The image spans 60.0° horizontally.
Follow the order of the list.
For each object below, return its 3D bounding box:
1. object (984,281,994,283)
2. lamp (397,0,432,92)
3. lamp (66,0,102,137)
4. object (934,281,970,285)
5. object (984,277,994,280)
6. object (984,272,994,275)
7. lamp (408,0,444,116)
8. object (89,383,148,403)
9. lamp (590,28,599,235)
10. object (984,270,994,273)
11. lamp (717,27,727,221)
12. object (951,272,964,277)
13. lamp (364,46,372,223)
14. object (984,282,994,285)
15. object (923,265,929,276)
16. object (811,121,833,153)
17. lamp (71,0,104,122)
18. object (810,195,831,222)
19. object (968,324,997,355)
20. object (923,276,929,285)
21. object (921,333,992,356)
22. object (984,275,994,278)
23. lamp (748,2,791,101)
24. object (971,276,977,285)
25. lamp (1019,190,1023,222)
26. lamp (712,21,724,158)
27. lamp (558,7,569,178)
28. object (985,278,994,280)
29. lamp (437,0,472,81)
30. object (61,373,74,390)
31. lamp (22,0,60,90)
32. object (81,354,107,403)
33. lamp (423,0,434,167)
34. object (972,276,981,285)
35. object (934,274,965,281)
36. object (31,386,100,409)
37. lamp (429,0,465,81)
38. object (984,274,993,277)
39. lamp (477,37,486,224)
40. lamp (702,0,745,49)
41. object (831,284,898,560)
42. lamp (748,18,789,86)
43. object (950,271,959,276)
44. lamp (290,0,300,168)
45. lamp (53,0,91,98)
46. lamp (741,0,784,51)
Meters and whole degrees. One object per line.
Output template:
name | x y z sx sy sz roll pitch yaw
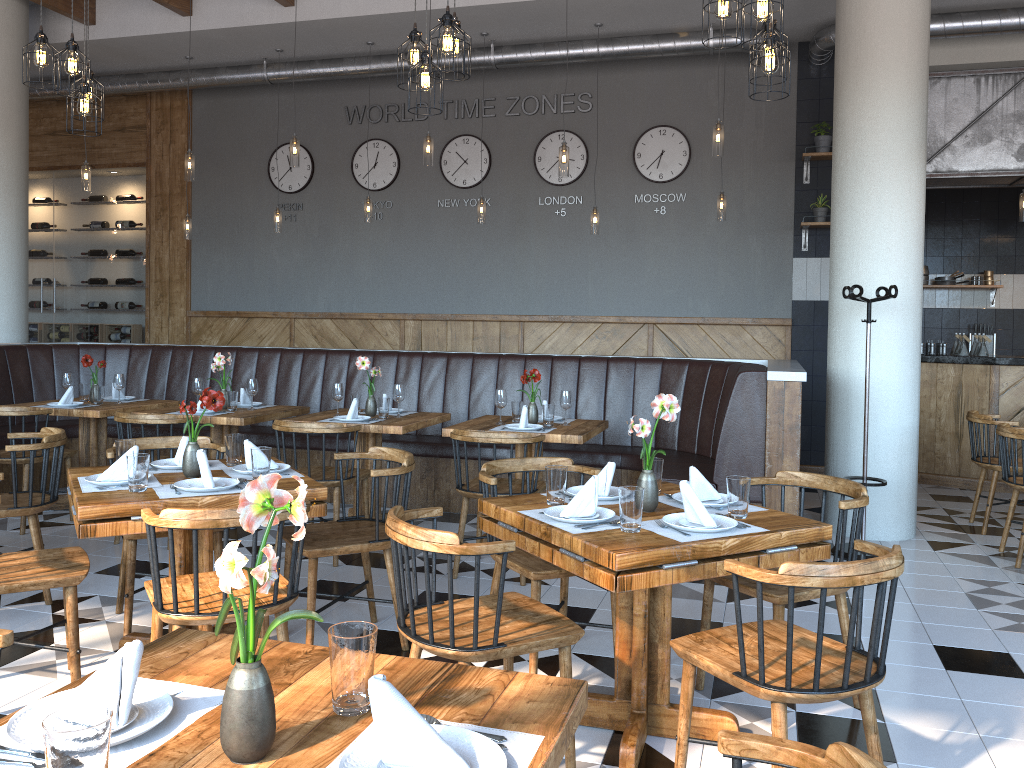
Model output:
object | 5.484 -1.168 10.184 0.100 0.048 0.100 3 4 34
lamp | -0.501 -2.606 4.670 0.175 2.068 0.175 0 2 -24
lamp | -2.481 -2.495 5.146 0.175 2.068 0.175 1 2 -1
object | 5.085 -1.174 10.288 0.232 0.060 0.352 -1 4 -30
object | 5.482 -1.207 10.191 0.100 0.043 0.100 -2 5 -41
object | 5.479 -1.263 10.186 0.100 0.036 0.100 3 4 27
lamp | -0.424 -2.417 4.474 0.175 2.068 0.175 1 2 -13
object | -2.975 0.054 6.710 0.352 0.137 0.272 2 4 16
lamp | 0.759 -2.323 7.946 0.078 1.962 0.078 0 2 -34
object | 5.480 -1.284 10.184 0.100 0.047 0.100 2 4 12
lamp | 1.826 -2.391 7.634 0.078 1.962 0.078 1 2 -8
object | 5.086 -1.235 10.281 0.062 0.105 0.325 -1 4 -35
lamp | -1.379 -2.548 8.564 0.078 1.962 0.078 0 2 -39
object | 5.485 -1.147 10.185 0.100 0.036 0.100 1 4 -5
object | 4.718 -1.321 10.418 0.350 0.168 0.214 1 3 4
object | 2.854 -2.260 8.152 0.235 0.300 0.172 1 2 5
lamp | -2.557 -2.642 5.350 0.175 2.068 0.175 0 2 -34
object | 2.839 -1.616 8.169 0.189 0.268 0.173 2 3 34
object | 5.411 -0.507 10.194 0.322 0.371 0.067 2 2 16
object | 4.720 -1.236 10.433 0.348 0.153 0.200 2 3 15
object | 4.036 -0.369 8.150 0.598 0.203 0.422 2 4 16
object | 5.481 -1.229 10.190 0.099 0.057 0.101 3 4 28
lamp | 1.206 -2.363 4.074 0.175 2.068 0.175 2 2 34
object | 5.371 -1.208 10.278 0.094 0.136 0.047 1 2 12
lamp | 4.070 -2.268 6.983 0.078 1.962 0.078 1 2 2
lamp | 1.464 -2.579 6.204 0.078 1.962 0.078 1 2 -8
lamp | 0.397 -2.511 6.516 0.078 1.962 0.078 0 2 -34
object | 5.483 -1.186 10.189 0.099 0.050 0.099 1 3 2
lamp | -0.292 -2.658 4.661 0.175 2.068 0.175 1 2 -13
object | -3.239 0.028 6.456 0.081 0.215 0.081 1 2 8
lamp | -2.645 -2.717 4.980 0.175 2.068 0.175 1 2 -1
object | -3.065 -0.039 6.459 0.171 0.355 0.156 1 2 9
lamp | -0.631 -2.661 6.812 0.078 1.962 0.078 2 2 35
object | 5.344 -1.202 10.189 0.094 0.136 0.047 2 2 18
object | 5.096 -1.220 10.290 0.351 0.092 0.231 5 5 43
object | -3.130 0.086 6.208 0.352 0.137 0.272 2 4 16
lamp | -0.300 -2.533 4.286 0.175 2.068 0.175 2 2 43
object | 5.479 -1.247 10.186 0.100 0.036 0.100 -2 4 -35
lamp | -0.269 -2.474 8.242 0.078 1.962 0.078 2 2 24
lamp | 0.981 -2.595 4.032 0.175 2.068 0.175 2 2 34
object | 2.167 0.227 5.419 0.374 1.656 0.375 1 2 -6
lamp | 1.262 -2.508 4.285 0.175 2.068 0.175 1 2 1
object | 5.073 -1.246 10.271 0.065 0.117 0.321 1 4 -1
lamp | -1.741 -2.735 7.133 0.078 1.962 0.078 0 2 -39
lamp | -2.444 -2.654 4.929 0.175 2.068 0.175 1 2 -12
lamp | 1.116 -2.525 3.875 0.175 2.068 0.175 2 2 23
